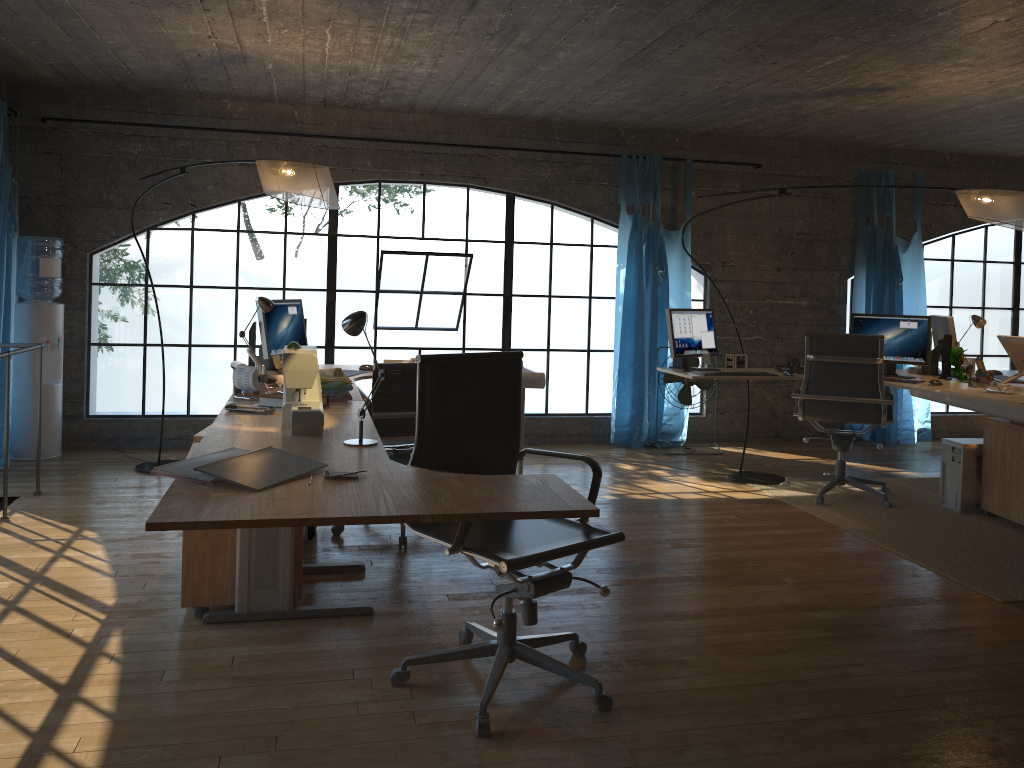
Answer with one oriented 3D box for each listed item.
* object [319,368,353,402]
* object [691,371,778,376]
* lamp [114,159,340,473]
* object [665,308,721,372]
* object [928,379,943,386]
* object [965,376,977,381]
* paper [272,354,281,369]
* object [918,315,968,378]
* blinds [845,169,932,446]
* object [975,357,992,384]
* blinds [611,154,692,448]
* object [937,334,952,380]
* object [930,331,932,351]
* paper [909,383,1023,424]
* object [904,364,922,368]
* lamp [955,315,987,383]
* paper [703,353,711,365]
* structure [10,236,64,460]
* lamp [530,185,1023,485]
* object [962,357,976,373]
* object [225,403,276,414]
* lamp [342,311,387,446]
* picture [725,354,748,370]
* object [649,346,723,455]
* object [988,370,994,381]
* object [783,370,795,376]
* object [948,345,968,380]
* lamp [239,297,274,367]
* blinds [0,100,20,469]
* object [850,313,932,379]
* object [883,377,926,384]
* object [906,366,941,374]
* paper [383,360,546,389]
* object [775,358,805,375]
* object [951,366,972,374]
[{"bbox_3d":[-0.797,-0.002,3.714,0.255,0.130,0.254,1,5,-10],"label":"object"},{"bbox_3d":[1.356,-0.063,5.385,0.490,0.011,0.188,0,6,-13],"label":"object"},{"bbox_3d":[-3.298,-0.567,6.655,6.261,1.928,0.386,7,4,42],"label":"lamp"},{"bbox_3d":[1.150,-0.285,5.624,0.470,0.390,0.287,-2,5,-43],"label":"object"},{"bbox_3d":[2.437,-0.009,5.082,0.101,0.034,0.059,-3,7,-38],"label":"object"},{"bbox_3d":[2.834,-0.030,5.401,0.132,0.026,0.133,0,6,-13],"label":"object"},{"bbox_3d":[-1.231,-0.116,4.633,0.019,0.074,0.079,2,4,12],"label":"paper"},{"bbox_3d":[2.804,-0.248,5.726,0.286,0.389,0.472,2,4,12],"label":"object"},{"bbox_3d":[3.230,-0.584,7.435,0.858,2.414,0.261,2,1,-4],"label":"blinds"},{"bbox_3d":[2.806,-0.082,5.269,0.084,0.159,0.083,1,2,-24],"label":"object"},{"bbox_3d":[1.124,-0.655,6.969,0.667,2.292,0.258,1,1,-18],"label":"blinds"},{"bbox_3d":[2.700,-0.170,5.496,0.085,0.277,0.085,3,2,33],"label":"object"},{"bbox_3d":[2.829,-0.222,6.002,0.085,0.277,0.085,1,1,-13],"label":"object"},{"bbox_3d":[2.541,0.091,4.479,0.581,0.113,0.856,0,6,-13],"label":"paper"},{"bbox_3d":[2.725,-0.125,5.883,0.144,0.032,0.153,1,6,-8],"label":"object"},{"bbox_3d":[2.767,-0.216,5.336,0.105,0.408,0.208,2,2,-2],"label":"lamp"},{"bbox_3d":[1.251,-0.159,5.657,0.077,0.074,0.018,-2,3,-43],"label":"paper"},{"bbox_3d":[-3.191,-0.252,5.937,0.327,1.473,0.327,2,1,7],"label":"structure"},{"bbox_3d":[0.401,-0.458,6.651,6.255,1.929,0.386,5,3,33],"label":"lamp"},{"bbox_3d":[3.121,-0.126,6.016,0.083,0.100,0.109,2,4,-2],"label":"object"},{"bbox_3d":[-0.978,0.091,3.297,0.181,0.025,0.075,4,6,17],"label":"object"},{"bbox_3d":[-0.454,-0.019,2.705,0.105,0.408,0.208,1,2,-27],"label":"lamp"},{"bbox_3d":[1.440,-0.142,5.693,0.158,0.105,0.032,1,1,-12],"label":"picture"},{"bbox_3d":[1.343,0.104,6.954,0.490,0.800,0.583,1,3,-8],"label":"object"},{"bbox_3d":[2.880,-0.044,5.311,0.035,0.078,0.098,3,4,34],"label":"object"},{"bbox_3d":[1.701,-0.067,5.408,0.059,0.034,0.101,1,6,-3],"label":"object"},{"bbox_3d":[2.747,-0.135,5.449,0.115,0.220,0.246,3,4,37],"label":"object"},{"bbox_3d":[-1.294,-0.237,4.443,0.105,0.408,0.207,3,2,44],"label":"lamp"},{"bbox_3d":[-3.190,-0.624,5.481,0.262,2.279,0.949,1,2,-17],"label":"blinds"},{"bbox_3d":[2.389,-0.245,5.590,0.471,0.390,0.286,4,3,27],"label":"object"},{"bbox_3d":[2.220,-0.034,5.352,0.492,0.011,0.187,7,8,42],"label":"object"},{"bbox_3d":[2.746,-0.091,5.887,0.204,0.036,0.205,0,6,-15],"label":"object"},{"bbox_3d":[-0.291,-0.060,5.089,0.851,0.113,0.585,0,6,-13],"label":"paper"},{"bbox_3d":[1.825,-0.115,5.663,0.279,0.081,0.413,4,6,19],"label":"object"},{"bbox_3d":[3.015,-0.097,5.922,0.135,0.057,0.155,2,6,3],"label":"object"}]
